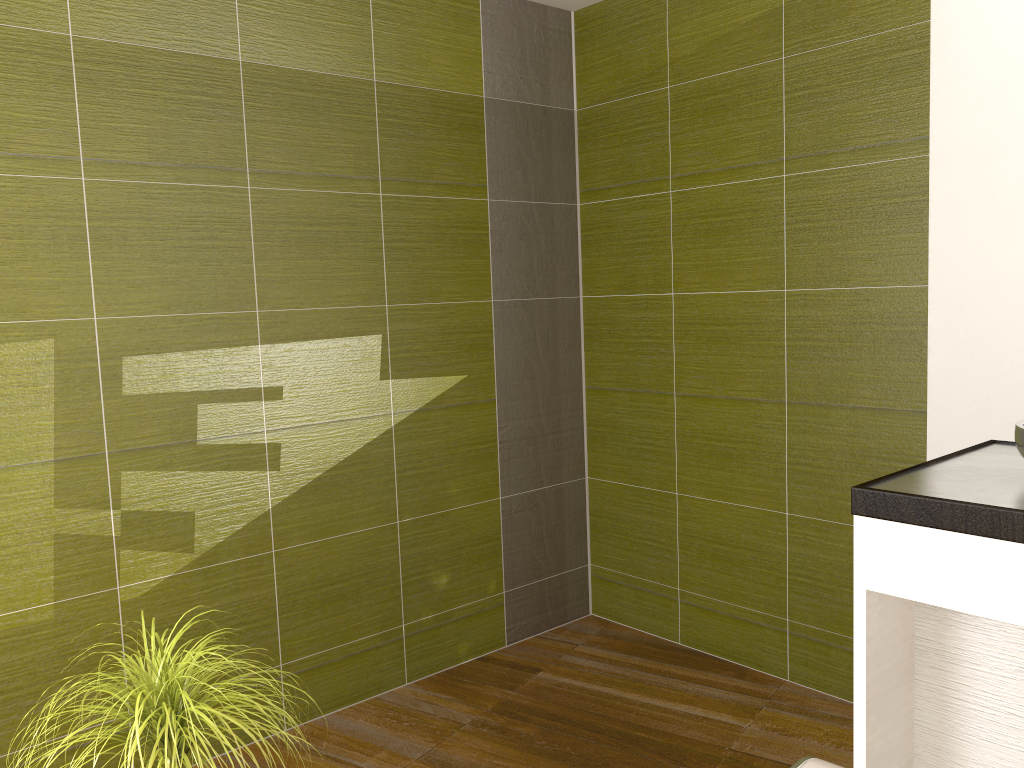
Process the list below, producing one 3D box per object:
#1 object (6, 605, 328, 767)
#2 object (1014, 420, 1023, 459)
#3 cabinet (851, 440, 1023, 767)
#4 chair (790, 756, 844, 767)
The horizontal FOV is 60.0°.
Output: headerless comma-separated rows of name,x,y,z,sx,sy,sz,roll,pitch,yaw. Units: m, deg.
object,-0.678,0.919,1.814,0.606,0.904,0.585,0,6,18
object,1.114,0.132,1.651,0.311,0.105,0.311,-5,7,-28
cabinet,1.882,0.803,0.848,0.663,1.134,2.947,-7,8,-41
chair,0.537,0.952,1.263,0.418,0.857,0.460,3,8,44
